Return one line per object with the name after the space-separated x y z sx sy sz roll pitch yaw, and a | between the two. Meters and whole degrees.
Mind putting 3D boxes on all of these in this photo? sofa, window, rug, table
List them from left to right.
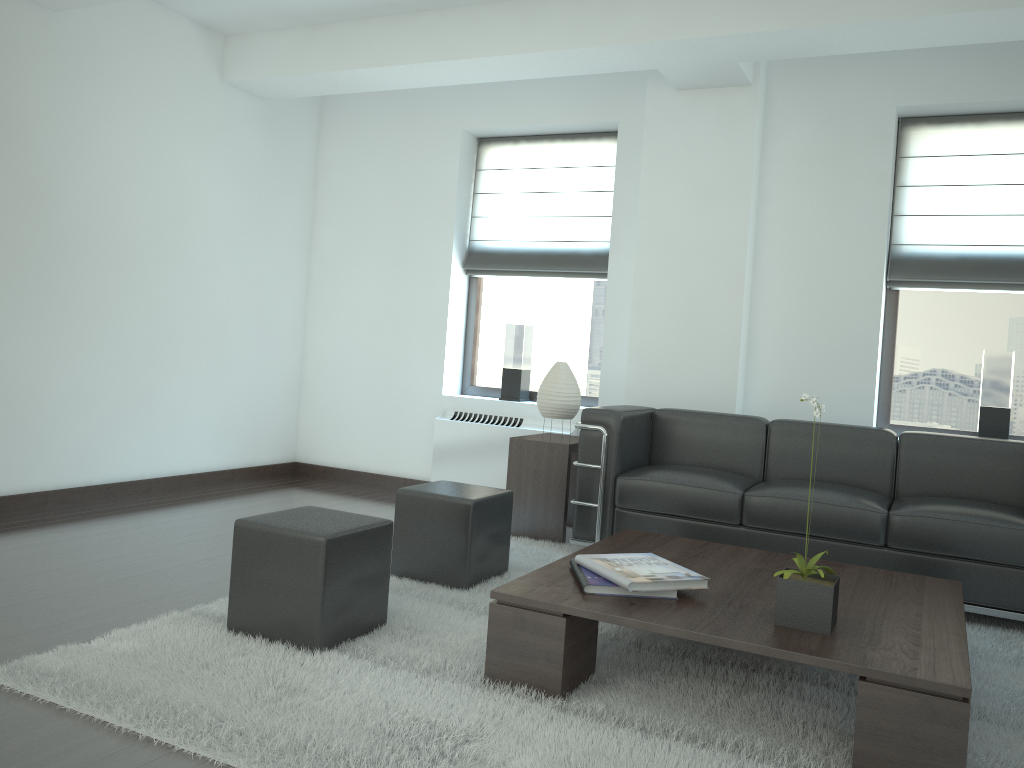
0.348 -1.181 9.139 1.702 2.732 0.146 4 0 26 | window
0.358 0.878 7.473 0.527 0.845 0.785 4 1 26 | table
1.174 1.230 4.442 1.938 0.441 1.920 5 2 26 | table
2.207 0.878 6.316 3.480 1.170 1.123 5 1 26 | sofa
1.663 1.447 4.667 6.258 0.110 5.166 5 2 26 | rug
4.028 -0.855 7.338 1.702 2.732 0.146 4 0 26 | window

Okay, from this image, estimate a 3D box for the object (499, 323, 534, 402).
0.054 -0.217 8.986 0.239 0.776 0.243 4 0 26 | object

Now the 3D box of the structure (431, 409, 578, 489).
-0.095 0.676 8.672 1.463 0.726 0.193 5 1 26 | structure

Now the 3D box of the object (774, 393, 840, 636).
1.305 0.541 3.857 0.252 0.992 0.335 4 0 26 | object

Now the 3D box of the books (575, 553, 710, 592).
0.619 0.905 4.289 0.445 0.045 0.519 3 2 -23 | books

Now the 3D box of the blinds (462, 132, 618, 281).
0.330 -1.807 8.991 1.688 1.476 0.222 5 0 26 | blinds

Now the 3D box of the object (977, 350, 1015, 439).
3.879 0.122 7.114 0.239 0.776 0.243 4 0 26 | object

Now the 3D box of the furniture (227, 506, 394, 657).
-1.026 0.983 4.571 0.588 0.579 0.602 5 1 26 | furniture

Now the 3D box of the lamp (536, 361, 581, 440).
0.392 0.135 7.415 0.375 0.655 0.374 4 1 30 | lamp

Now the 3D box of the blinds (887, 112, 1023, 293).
4.009 -1.481 7.191 1.688 1.476 0.222 5 0 26 | blinds

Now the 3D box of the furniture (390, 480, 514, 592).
-0.387 0.985 5.886 0.588 0.579 0.602 5 1 26 | furniture

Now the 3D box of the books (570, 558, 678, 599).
0.533 0.943 4.325 0.446 0.045 0.518 4 2 -3 | books
